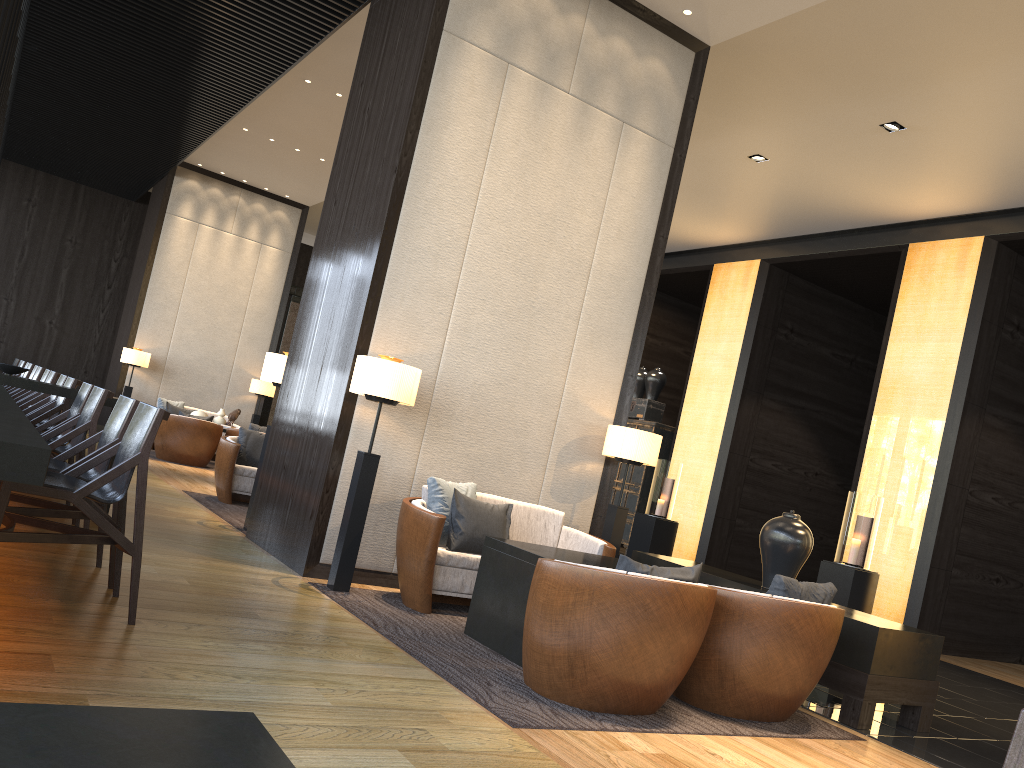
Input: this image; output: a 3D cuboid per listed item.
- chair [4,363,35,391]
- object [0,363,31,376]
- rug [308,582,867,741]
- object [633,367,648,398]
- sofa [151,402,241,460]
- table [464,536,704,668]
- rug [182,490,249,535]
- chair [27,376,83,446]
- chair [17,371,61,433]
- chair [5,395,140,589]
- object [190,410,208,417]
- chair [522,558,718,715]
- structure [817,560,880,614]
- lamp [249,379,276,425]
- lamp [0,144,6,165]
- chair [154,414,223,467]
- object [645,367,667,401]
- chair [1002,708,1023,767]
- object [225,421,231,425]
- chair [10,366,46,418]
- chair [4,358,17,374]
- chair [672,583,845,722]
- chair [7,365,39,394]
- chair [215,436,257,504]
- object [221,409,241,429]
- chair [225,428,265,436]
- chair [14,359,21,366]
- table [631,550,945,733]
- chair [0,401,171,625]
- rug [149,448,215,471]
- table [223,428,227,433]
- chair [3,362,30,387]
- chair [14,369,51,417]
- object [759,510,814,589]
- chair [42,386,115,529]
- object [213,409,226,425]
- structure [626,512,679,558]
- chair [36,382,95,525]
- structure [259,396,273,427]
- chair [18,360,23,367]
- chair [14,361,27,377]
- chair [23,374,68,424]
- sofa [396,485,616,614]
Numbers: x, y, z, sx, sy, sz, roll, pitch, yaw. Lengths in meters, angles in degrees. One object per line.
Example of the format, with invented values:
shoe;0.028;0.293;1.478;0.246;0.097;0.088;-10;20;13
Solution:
chair;-5.831;0.121;10.177;0.567;0.825;0.523;14;-3;-31
object;-3.154;-0.086;5.560;0.229;0.067;0.227;15;-6;-29
rug;0.264;1.409;4.621;2.054;0.008;2.233;16;-6;-31
object;1.873;-0.014;12.964;0.313;0.492;0.310;15;-3;-35
sofa;-4.666;0.701;12.914;1.458;0.692;0.600;15;-4;-31
table;0.386;1.172;4.619;1.049;0.516;0.573;15;-5;-31
rug;-1.674;1.260;7.784;1.971;0.008;2.233;16;-6;-31
chair;-3.339;0.313;6.109;0.567;0.825;0.523;14;-3;-31
chair;-4.165;0.249;7.458;0.567;0.825;0.523;14;-3;-31
chair;-1.986;0.417;3.900;0.567;0.825;0.523;14;-3;-31
object;-4.323;0.454;12.246;0.244;0.167;0.247;12;-4;16
chair;0.482;1.074;3.753;0.809;0.603;0.604;15;-4;-31
structure;3.321;2.146;8.863;0.405;0.656;0.400;14;-3;-31
lamp;-3.953;0.588;13.604;0.373;1.348;0.377;12;-2;16
lamp;-7.898;-2.496;13.316;0.060;2.416;0.059;14;-2;-36
chair;-4.108;0.721;11.247;0.809;0.603;0.604;15;-4;-31
object;2.046;-0.001;12.682;0.310;0.492;0.314;10;-4;40
chair;0.222;0.586;0.297;0.567;0.825;0.523;14;-3;-31
object;-3.994;0.575;12.456;0.091;0.111;0.092;12;-3;21
chair;-4.992;0.186;8.806;0.567;0.825;0.523;14;-3;-31
chair;-7.810;-0.031;13.408;0.567;0.825;0.523;14;-3;-31
chair;1.188;1.275;4.204;0.809;0.603;0.604;15;-4;-31
chair;-5.291;0.163;9.295;0.567;0.825;0.523;14;-3;-31
chair;-2.416;0.836;8.324;0.809;0.603;0.604;15;-4;-31
object;-3.902;0.484;12.341;0.173;0.309;0.230;12;-3;15
chair;-3.402;0.922;11.698;0.809;0.603;0.604;15;-4;-31
chair;-7.511;-0.008;12.919;0.567;0.825;0.523;14;-3;-31
table;1.511;1.493;5.386;0.624;0.512;1.953;15;-5;-31
chair;-1.687;0.440;3.411;0.567;0.825;0.523;14;-3;-31
rug;-4.350;1.054;12.153;2.054;0.008;2.233;16;-6;-31
table;-4.286;0.813;12.245;1.049;0.516;0.573;15;-5;-31
chair;-6.131;0.098;10.666;0.567;0.825;0.523;14;-3;-31
chair;-4.464;0.226;7.946;0.567;0.825;0.523;14;-3;-31
object;1.639;1.001;5.332;0.310;0.492;0.314;10;-4;40
chair;-2.513;0.376;4.760;0.567;0.825;0.523;14;-3;-31
object;-4.082;0.475;12.395;0.175;0.257;0.174;13;-3;-12
structure;1.794;2.028;11.357;0.405;0.656;0.400;14;-3;-31
chair;-2.812;0.353;5.248;0.567;0.825;0.523;14;-3;-31
structure;-4.179;0.688;14.513;0.242;1.215;0.239;14;-2;-31
chair;-6.970;0.034;12.037;0.567;0.825;0.523;14;-3;-31
chair;-6.671;0.057;11.548;0.567;0.825;0.523;14;-3;-31
chair;-3.638;0.290;6.597;0.567;0.825;0.523;14;-3;-31
sofa;-0.076;1.054;5.420;1.458;0.692;0.600;15;-4;-31
